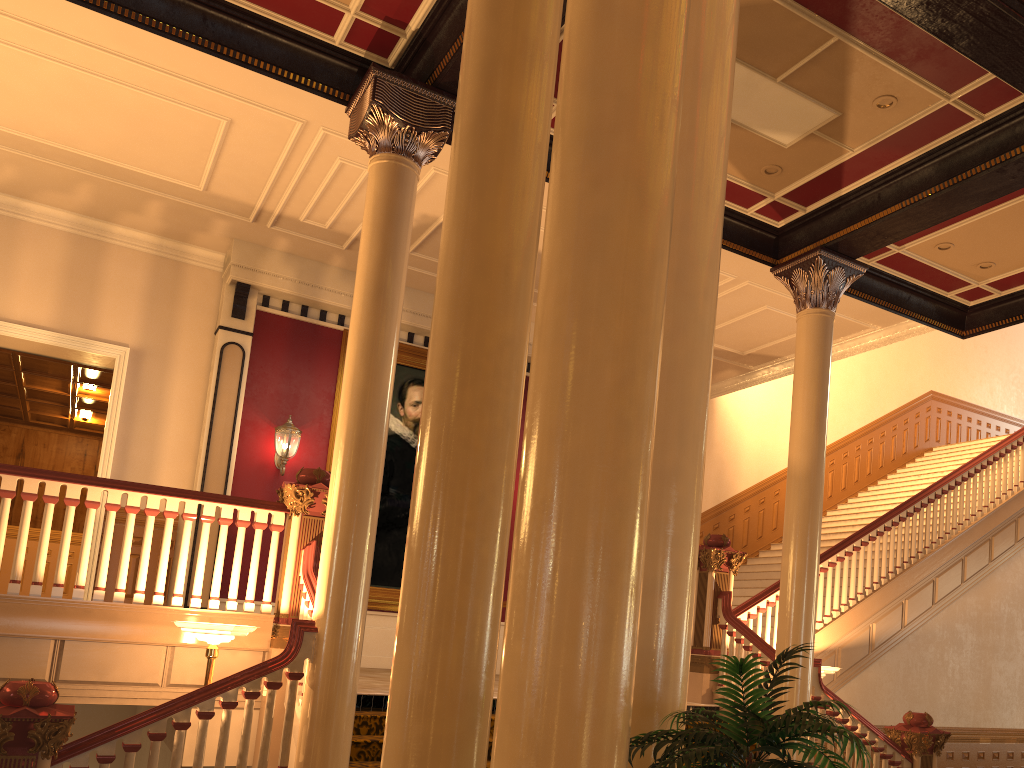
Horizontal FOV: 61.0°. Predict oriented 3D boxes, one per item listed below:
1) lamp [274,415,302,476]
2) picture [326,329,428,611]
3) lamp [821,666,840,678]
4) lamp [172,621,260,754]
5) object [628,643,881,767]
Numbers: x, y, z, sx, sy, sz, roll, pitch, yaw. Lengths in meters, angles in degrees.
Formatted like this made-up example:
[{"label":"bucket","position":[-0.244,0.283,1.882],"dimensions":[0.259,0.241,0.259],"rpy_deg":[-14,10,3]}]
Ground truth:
[{"label":"lamp","position":[-2.678,0.730,10.291],"dimensions":[0.332,0.716,0.386],"rpy_deg":[9,-10,-27]},{"label":"picture","position":[-1.136,1.247,11.319],"dimensions":[2.662,3.385,0.054],"rpy_deg":[11,-8,-29]},{"label":"lamp","position":[2.999,3.874,8.832],"dimensions":[0.590,1.973,0.582],"rpy_deg":[6,-7,-10]},{"label":"lamp","position":[-2.153,2.641,5.921],"dimensions":[0.559,1.973,0.613],"rpy_deg":[-2,-10,44]},{"label":"object","position":[0.731,1.834,2.570],"dimensions":[1.138,2.110,1.002],"rpy_deg":[12,-11,-39]}]
